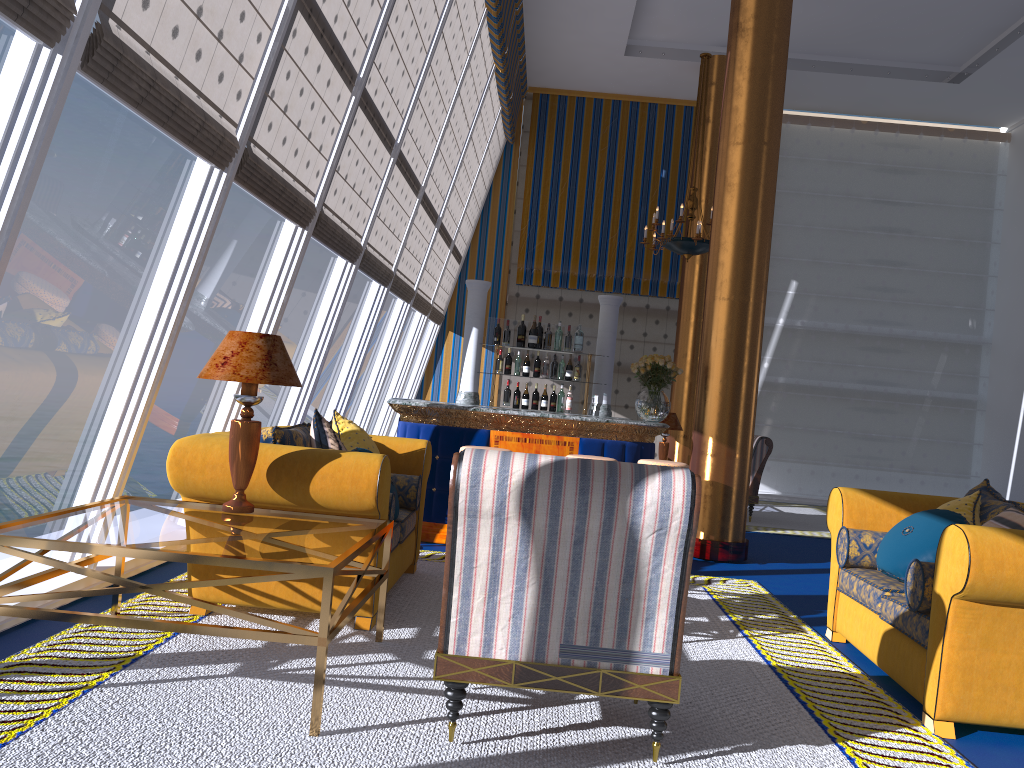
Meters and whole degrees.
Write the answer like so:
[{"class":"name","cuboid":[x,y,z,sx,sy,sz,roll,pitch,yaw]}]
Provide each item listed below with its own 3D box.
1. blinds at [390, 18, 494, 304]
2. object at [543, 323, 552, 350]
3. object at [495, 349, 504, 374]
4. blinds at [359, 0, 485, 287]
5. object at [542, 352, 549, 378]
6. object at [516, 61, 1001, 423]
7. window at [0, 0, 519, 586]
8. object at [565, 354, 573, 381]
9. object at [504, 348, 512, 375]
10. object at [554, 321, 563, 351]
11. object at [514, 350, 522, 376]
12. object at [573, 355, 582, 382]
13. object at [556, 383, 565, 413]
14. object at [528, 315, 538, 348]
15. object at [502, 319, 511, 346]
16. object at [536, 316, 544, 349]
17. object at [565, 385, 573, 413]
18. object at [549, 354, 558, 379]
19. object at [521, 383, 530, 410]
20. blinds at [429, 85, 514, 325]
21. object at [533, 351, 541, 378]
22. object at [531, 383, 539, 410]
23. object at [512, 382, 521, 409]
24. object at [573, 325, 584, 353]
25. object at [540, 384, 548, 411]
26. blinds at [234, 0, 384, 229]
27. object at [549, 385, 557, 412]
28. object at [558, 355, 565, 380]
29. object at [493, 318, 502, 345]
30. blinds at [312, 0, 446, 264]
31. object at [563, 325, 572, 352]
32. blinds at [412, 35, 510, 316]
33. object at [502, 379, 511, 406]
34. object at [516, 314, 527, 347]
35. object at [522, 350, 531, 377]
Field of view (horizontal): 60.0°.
[{"class":"blinds","cuboid":[-0.650,-2.602,9.723,0.874,3.394,1.366,5,0,2]},{"class":"object","cuboid":[0.329,-0.433,8.097,0.077,0.247,0.075,6,-1,-35]},{"class":"object","cuboid":[-0.109,-0.204,8.026,0.067,0.225,0.065,5,-1,-29]},{"class":"blinds","cuboid":[-0.704,-2.630,8.251,0.874,3.394,1.366,5,0,2]},{"class":"object","cuboid":[0.310,-0.173,8.081,0.057,0.239,0.056,5,0,-24]},{"class":"object","cuboid":[3.100,-6.690,5.652,63.082,33.600,63.470,5,-1,8]},{"class":"window","cuboid":[-1.168,-1.795,5.980,1.618,5.855,15.474,5,-1,2]},{"class":"object","cuboid":[0.528,-0.152,8.131,0.069,0.244,0.068,5,0,-17]},{"class":"object","cuboid":[-0.031,-0.207,8.051,0.066,0.244,0.065,5,0,-17]},{"class":"object","cuboid":[0.427,-0.438,8.089,0.069,0.271,0.069,5,0,12]},{"class":"object","cuboid":[0.056,-0.192,8.063,0.059,0.230,0.058,6,-1,-39]},{"class":"object","cuboid":[0.609,-0.145,8.133,0.071,0.244,0.072,5,0,22]},{"class":"object","cuboid":[0.453,0.129,8.164,0.069,0.269,0.068,6,-1,-38]},{"class":"object","cuboid":[0.196,-0.474,8.074,0.085,0.302,0.085,5,0,-4]},{"class":"object","cuboid":[-0.044,-0.469,8.135,0.073,0.246,0.071,6,-1,-39]},{"class":"object","cuboid":[0.246,-0.470,8.098,0.081,0.303,0.082,5,0,18]},{"class":"object","cuboid":[0.530,0.141,8.172,0.061,0.258,0.061,5,0,2]},{"class":"object","cuboid":[0.384,-0.161,8.111,0.072,0.232,0.071,5,0,-20]},{"class":"object","cuboid":[0.127,0.110,8.086,0.069,0.244,0.068,5,0,-17]},{"class":"blinds","cuboid":[-0.538,-2.544,12.750,0.874,3.394,1.366,5,0,2]},{"class":"object","cuboid":[0.232,-0.183,8.079,0.066,0.244,0.065,5,0,-17]},{"class":"object","cuboid":[0.216,0.114,8.088,0.066,0.244,0.065,5,0,-17]},{"class":"object","cuboid":[0.047,0.102,8.085,0.065,0.244,0.065,5,0,5]},{"class":"object","cuboid":[0.617,-0.417,8.164,0.092,0.259,0.091,5,0,-15]},{"class":"object","cuboid":[0.299,0.122,8.114,0.069,0.244,0.068,5,0,-17]},{"class":"blinds","cuboid":[-0.816,-2.689,5.223,0.874,3.394,1.366,5,0,2]},{"class":"object","cuboid":[0.381,0.133,8.133,0.066,0.244,0.065,5,0,-17]},{"class":"object","cuboid":[0.457,-0.154,8.131,0.059,0.230,0.058,6,-1,-39]},{"class":"object","cuboid":[-0.129,-0.477,8.093,0.065,0.244,0.065,5,0,5]},{"class":"blinds","cuboid":[-0.761,-2.660,6.721,0.874,3.394,1.366,5,0,2]},{"class":"object","cuboid":[0.517,-0.418,8.126,0.073,0.246,0.071,6,-1,-39]},{"class":"blinds","cuboid":[-0.593,-2.572,11.266,0.874,3.394,1.366,5,0,2]},{"class":"object","cuboid":[-0.041,0.077,8.052,0.071,0.242,0.071,5,0,-17]},{"class":"object","cuboid":[0.090,-0.483,8.076,0.081,0.303,0.081,5,0,7]},{"class":"object","cuboid":[0.135,-0.188,8.064,0.069,0.244,0.068,5,0,-17]}]
